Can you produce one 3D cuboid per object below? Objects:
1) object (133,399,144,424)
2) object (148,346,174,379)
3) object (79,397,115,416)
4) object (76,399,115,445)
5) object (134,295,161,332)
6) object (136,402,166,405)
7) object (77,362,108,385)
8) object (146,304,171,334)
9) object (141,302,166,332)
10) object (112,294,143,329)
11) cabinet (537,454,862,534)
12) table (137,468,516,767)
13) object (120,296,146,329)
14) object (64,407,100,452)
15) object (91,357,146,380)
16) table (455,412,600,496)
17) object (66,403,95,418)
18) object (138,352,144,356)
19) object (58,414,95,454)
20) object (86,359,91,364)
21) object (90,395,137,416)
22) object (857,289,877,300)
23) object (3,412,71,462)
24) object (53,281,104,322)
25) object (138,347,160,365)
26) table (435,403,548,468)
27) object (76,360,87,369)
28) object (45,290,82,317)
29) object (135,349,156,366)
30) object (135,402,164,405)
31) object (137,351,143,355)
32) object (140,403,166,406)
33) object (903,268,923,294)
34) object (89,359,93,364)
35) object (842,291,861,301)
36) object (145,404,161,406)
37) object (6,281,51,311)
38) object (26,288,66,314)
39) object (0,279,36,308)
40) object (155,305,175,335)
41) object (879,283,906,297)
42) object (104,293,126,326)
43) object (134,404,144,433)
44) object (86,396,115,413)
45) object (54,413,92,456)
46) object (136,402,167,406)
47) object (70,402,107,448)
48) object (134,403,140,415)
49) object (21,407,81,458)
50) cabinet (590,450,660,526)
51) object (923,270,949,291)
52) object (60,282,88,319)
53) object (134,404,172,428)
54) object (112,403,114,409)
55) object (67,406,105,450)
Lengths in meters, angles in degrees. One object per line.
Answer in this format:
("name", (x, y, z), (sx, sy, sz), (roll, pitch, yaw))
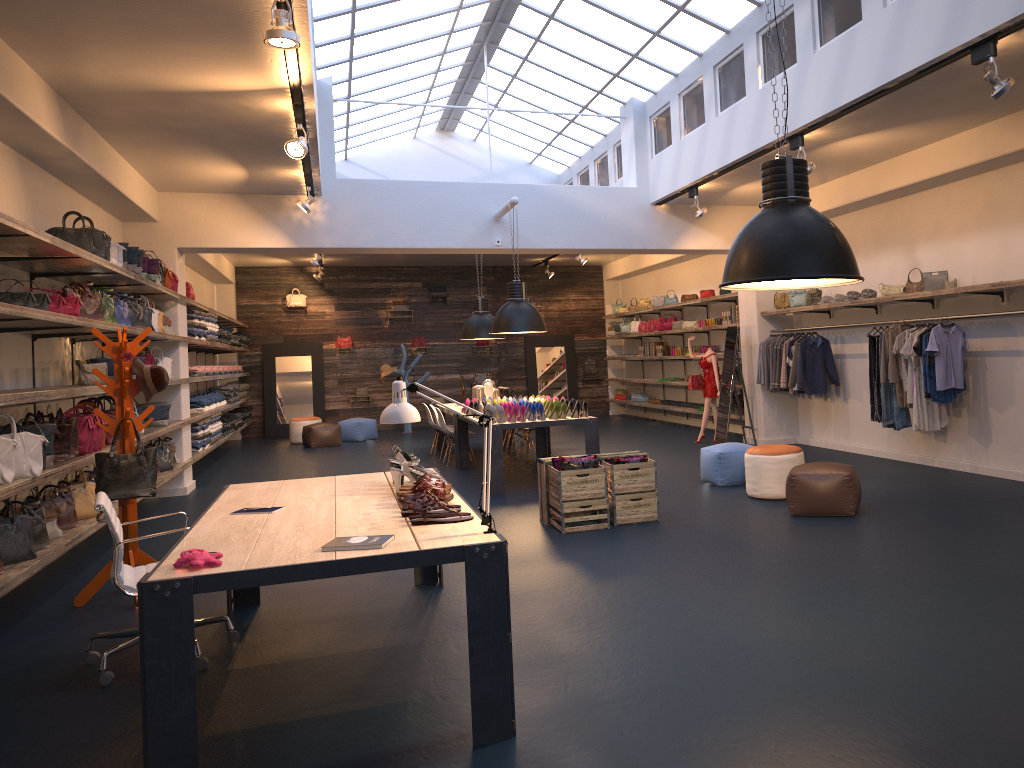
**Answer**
("object", (-3.784, 0.303, 8.664), (0.101, 0.329, 0.252), (-3, -1, 32))
("object", (-4.016, -0.236, 9.790), (0.179, 0.386, 0.455), (-3, 0, 31))
("object", (-3.438, 0.300, 7.172), (0.449, 0.386, 0.182), (-2, -1, -19))
("object", (-3.393, 0.313, 6.969), (0.454, 0.386, 0.179), (-2, -1, -25))
("object", (-3.740, -0.704, 8.765), (0.182, 0.386, 0.449), (-3, 0, 24))
("object", (-4.127, 0.329, 9.791), (0.451, 0.236, 0.163), (-3, 0, -34))
("object", (-3.300, -0.082, 6.839), (0.100, 0.175, 0.279), (-2, 1, 18))
("object", (-3.980, -0.705, 9.600), (0.167, 0.367, 0.407), (-3, 0, 28))
("object", (-3.926, -0.699, 9.338), (0.167, 0.367, 0.407), (-3, 0, 28))
("object", (-3.564, -0.659, 7.971), (0.199, 0.339, 0.407), (-3, 0, 42))
("cabinet", (1.624, 0.873, 7.467), (2.843, 0.549, 0.732), (-2, 1, -5))
("table", (-0.853, 0.972, 4.258), (1.295, 0.741, 2.417), (-2, 1, -13))
("object", (-3.607, -0.664, 8.207), (0.203, 0.339, 0.400), (-3, 0, 27))
("object", (-3.182, 0.342, 6.370), (0.238, 0.343, 0.280), (-2, 0, 16))
("object", (-3.486, -0.120, 7.708), (0.451, 0.232, 0.164), (-3, 0, -34))
("table", (0.116, 0.745, 10.512), (1.295, 0.741, 2.417), (-2, 1, -13))
("object", (-3.281, 0.330, 6.597), (0.201, 0.362, 0.266), (-3, -1, 37))
("object", (-3.896, -0.217, 8.927), (0.224, 0.385, 0.256), (-2, -1, 7))
("object", (-3.176, 0.369, 6.234), (0.230, 0.299, 0.274), (-2, 0, 41))
("object", (-3.671, -0.118, 7.983), (0.453, 0.236, 0.163), (-3, 0, -40))
("object", (-3.546, 0.290, 7.640), (0.454, 0.386, 0.180), (-2, -1, -24))
("object", (4.315, -1.090, 10.563), (0.244, 0.136, 0.172), (-2, 0, 4))
("object", (-3.131, 0.352, 5.762), (0.389, 0.339, 0.209), (-2, -1, -11))
("object", (-3.329, -0.631, 6.715), (0.199, 0.339, 0.407), (-3, 0, 40))
("object", (-4.026, -0.226, 9.474), (0.183, 0.386, 0.446), (-3, 0, 21))
("table", (-0.371, 0.692, 12.900), (1.295, 0.741, 2.417), (-2, 1, -13))
("object", (-3.814, -0.115, 8.089), (0.452, 0.236, 0.163), (-3, 0, -36))
("object", (-3.272, -0.567, 6.257), (0.214, 0.243, 0.252), (-2, 0, 11))
("object", (-3.790, -0.207, 8.838), (0.213, 0.362, 0.252), (-2, -1, 11))
("object", (-4.081, 0.333, 9.613), (0.453, 0.236, 0.163), (-3, 0, -40))
("object", (-3.969, -0.230, 9.047), (0.319, 0.411, 0.124), (-2, -1, -45))
("object", (-3.935, 0.336, 9.298), (0.453, 0.236, 0.163), (-3, 0, -40))
("object", (4.557, -1.160, 9.805), (0.112, 0.300, 0.268), (-1, -1, -44))
("object", (-3.575, -0.120, 7.840), (0.453, 0.232, 0.163), (-3, 0, -42))
("object", (4.252, -1.096, 10.869), (0.244, 0.136, 0.172), (-2, 0, 4))
("object", (-3.855, 0.335, 9.141), (0.453, 0.232, 0.163), (-3, 0, -42))
("object", (-3.323, -0.572, 5.928), (0.318, 0.276, 0.125), (-2, -1, -33))
("object", (-3.304, -0.561, 6.083), (0.212, 0.243, 0.254), (-2, 0, 13))
("object", (-3.350, -0.566, 5.786), (0.318, 0.276, 0.125), (-2, -1, -33))
("object", (-4.028, -0.710, 9.837), (0.167, 0.367, 0.407), (-3, 0, 28))
("object", (4.445, -1.098, 10.088), (0.341, 0.174, 0.245), (-2, 1, 26))
("object", (-3.499, -0.631, 7.491), (0.181, 0.305, 0.388), (-2, 0, 17))
("object", (-3.619, 0.317, 8.228), (0.312, 0.309, 0.167), (-2, -1, 42))
("object", (-3.482, 0.294, 7.438), (0.447, 0.386, 0.183), (-2, -1, -17))
("object", (-3.127, 0.364, 6.145), (0.267, 0.301, 0.333), (-2, 0, 14))
("object", (-3.987, 0.333, 9.471), (0.452, 0.236, 0.163), (-3, 0, -36))
("object", (-3.303, 0.328, 6.703), (0.201, 0.362, 0.266), (-3, -1, 37))
("object", (-3.749, 0.306, 8.511), (0.101, 0.329, 0.252), (-3, -1, 32))
("object", (-3.151, 0.341, 5.947), (0.361, 0.356, 0.153), (-2, -1, -18))
("cabinet", (0.995, 0.896, 7.555), (0.494, 0.549, 0.529), (-2, 0, -15))
("object", (4.621, -1.117, 9.481), (0.255, 0.230, 0.084), (-2, -1, 32))
("object", (-3.301, -0.610, 6.518), (0.202, 0.305, 0.347), (-2, 0, -25))
("object", (-3.762, 0.336, 8.998), (0.451, 0.232, 0.164), (-3, 0, -34))
("object", (-3.707, 0.326, 8.048), (0.312, 0.309, 0.167), (-2, -1, 42))
("object", (-3.204, 0.339, 6.476), (0.238, 0.343, 0.280), (-2, 0, 16))
